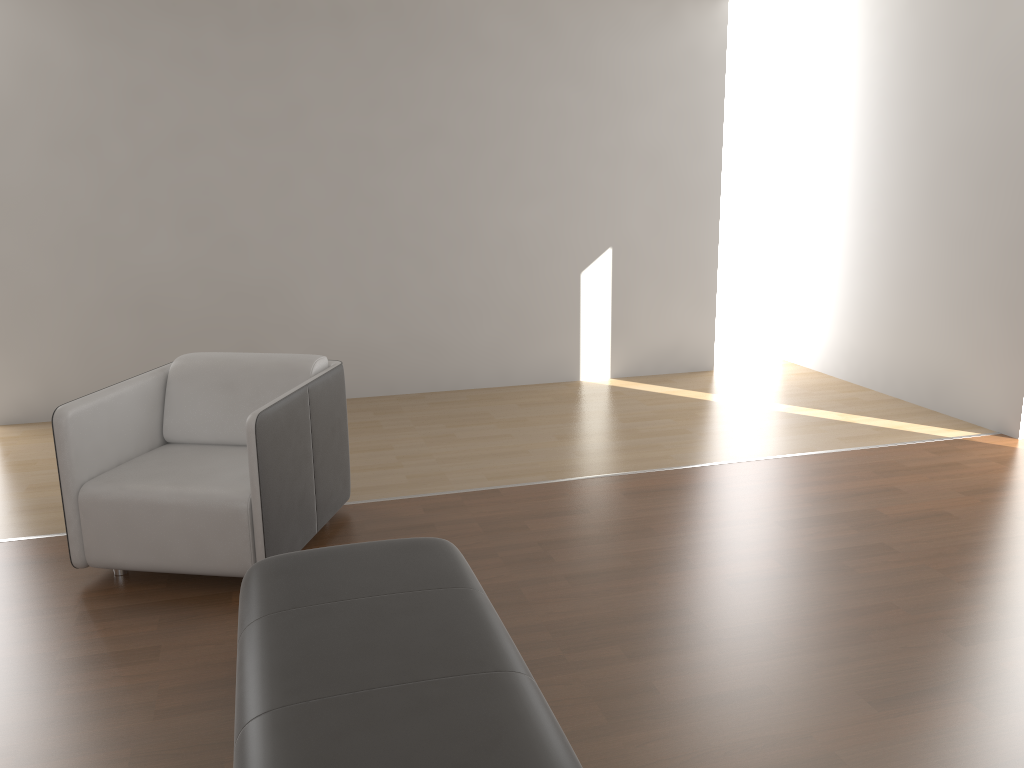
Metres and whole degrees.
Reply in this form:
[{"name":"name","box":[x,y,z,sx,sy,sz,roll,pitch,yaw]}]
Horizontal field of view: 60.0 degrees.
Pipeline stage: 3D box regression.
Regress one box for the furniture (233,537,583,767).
[{"name":"furniture","box":[-0.315,0.752,2.161,0.685,0.301,1.291,-4,14,-15]}]

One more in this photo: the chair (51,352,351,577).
[{"name":"chair","box":[-1.148,0.269,3.502,0.767,0.661,0.919,1,13,9]}]
